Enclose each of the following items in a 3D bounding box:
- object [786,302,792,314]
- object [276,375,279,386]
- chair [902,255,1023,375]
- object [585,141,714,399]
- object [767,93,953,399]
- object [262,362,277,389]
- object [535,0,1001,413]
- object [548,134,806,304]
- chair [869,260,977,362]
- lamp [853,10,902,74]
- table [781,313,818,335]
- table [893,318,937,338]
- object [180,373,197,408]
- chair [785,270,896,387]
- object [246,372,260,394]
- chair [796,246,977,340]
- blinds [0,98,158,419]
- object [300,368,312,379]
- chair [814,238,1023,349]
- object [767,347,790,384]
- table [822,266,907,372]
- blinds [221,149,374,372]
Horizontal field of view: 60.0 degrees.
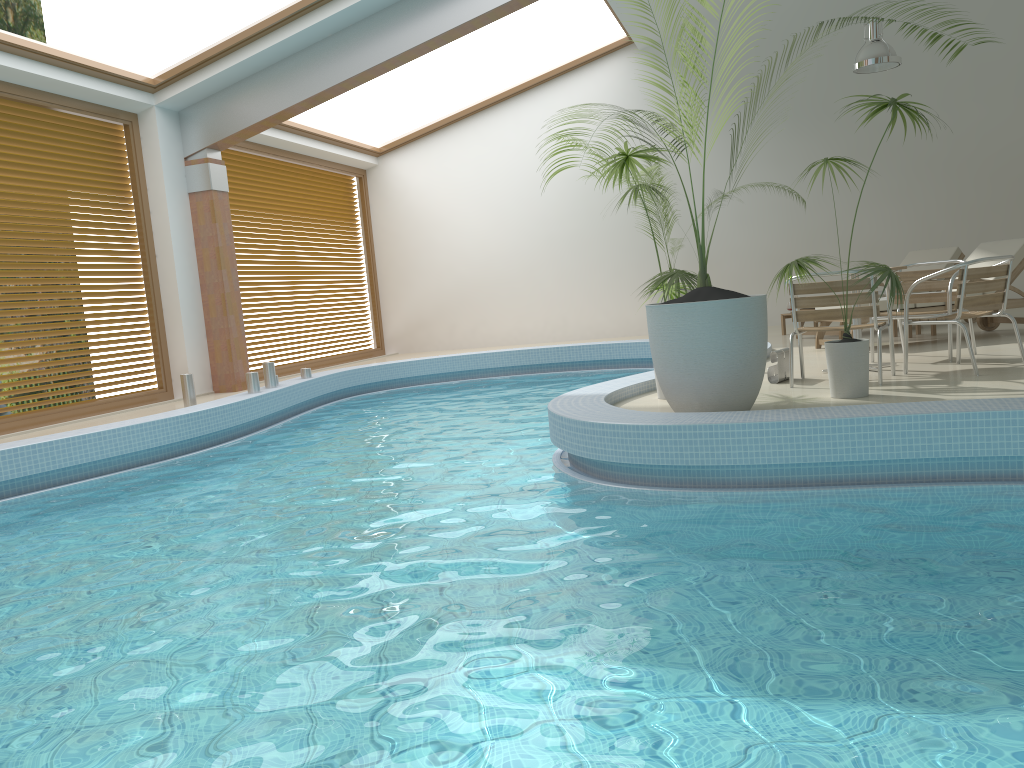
[{"bbox_3d":[3.357,-0.920,10.679,0.102,0.137,0.102,-2,7,32],"label":"object"},{"bbox_3d":[-2.446,-0.034,9.064,0.115,0.107,0.115,-8,6,-24],"label":"object"},{"bbox_3d":[2.989,-0.463,5.906,0.618,0.727,0.563,-9,6,-30],"label":"chair"},{"bbox_3d":[0.930,-0.751,5.868,0.791,1.695,1.059,-5,6,4],"label":"object"},{"bbox_3d":[1.994,-0.777,5.129,0.791,1.695,1.059,-9,7,-37],"label":"object"},{"bbox_3d":[-2.409,-0.088,8.822,0.115,0.254,0.115,-9,7,-32],"label":"object"},{"bbox_3d":[1.025,-1.322,5.039,2.979,2.960,2.729,-1,7,34],"label":"object"},{"bbox_3d":[2.268,-2.124,12.038,2.979,2.960,2.729,-7,6,-18],"label":"object"},{"bbox_3d":[3.124,-0.560,6.766,0.563,0.727,0.618,-10,7,-40],"label":"chair"},{"bbox_3d":[3.982,-4.493,9.792,0.506,1.958,0.505,-4,6,17],"label":"lamp"},{"bbox_3d":[3.444,-0.725,10.624,0.283,0.255,0.320,-7,6,-20],"label":"table"},{"bbox_3d":[4.020,-0.606,8.876,0.283,0.255,0.320,-6,6,-4],"label":"table"},{"bbox_3d":[-3.023,0.068,8.295,0.115,0.320,0.115,-8,6,-24],"label":"object"},{"bbox_3d":[2.169,-0.386,5.884,0.618,0.727,0.563,-2,6,30],"label":"chair"},{"bbox_3d":[-2.452,-0.012,8.396,0.115,0.194,0.115,-9,7,-32],"label":"object"},{"bbox_3d":[4.166,-1.031,9.926,1.903,0.866,0.861,-7,6,-20],"label":"chair"},{"bbox_3d":[-4.596,-1.048,7.583,0.095,2.921,4.200,-4,6,17],"label":"blinds"},{"bbox_3d":[-2.262,-0.118,9.743,0.115,0.107,0.115,-8,6,-24],"label":"object"},{"bbox_3d":[3.845,-0.830,8.179,1.903,0.866,0.861,-6,6,-4],"label":"chair"},{"bbox_3d":[1.878,-0.132,6.224,0.081,0.223,0.272,-1,7,37],"label":"object"},{"bbox_3d":[2.513,-0.464,6.462,0.700,0.720,0.700,-1,7,37],"label":"table"},{"bbox_3d":[-3.095,-1.671,12.510,0.095,2.921,4.414,-4,6,17],"label":"blinds"}]
